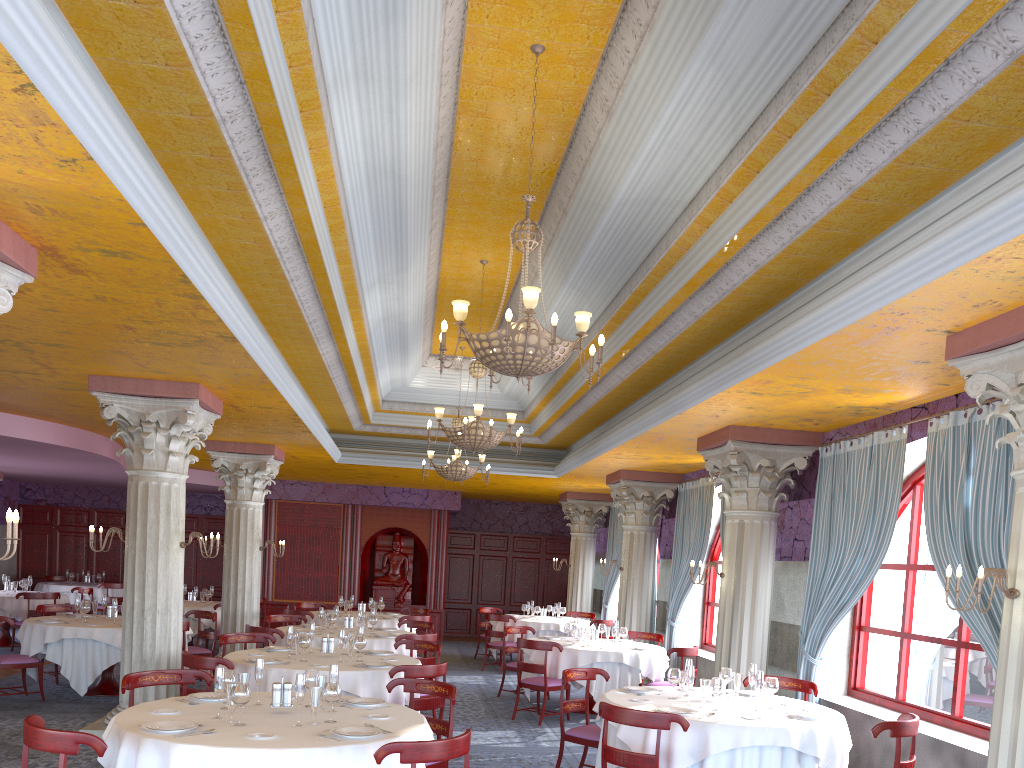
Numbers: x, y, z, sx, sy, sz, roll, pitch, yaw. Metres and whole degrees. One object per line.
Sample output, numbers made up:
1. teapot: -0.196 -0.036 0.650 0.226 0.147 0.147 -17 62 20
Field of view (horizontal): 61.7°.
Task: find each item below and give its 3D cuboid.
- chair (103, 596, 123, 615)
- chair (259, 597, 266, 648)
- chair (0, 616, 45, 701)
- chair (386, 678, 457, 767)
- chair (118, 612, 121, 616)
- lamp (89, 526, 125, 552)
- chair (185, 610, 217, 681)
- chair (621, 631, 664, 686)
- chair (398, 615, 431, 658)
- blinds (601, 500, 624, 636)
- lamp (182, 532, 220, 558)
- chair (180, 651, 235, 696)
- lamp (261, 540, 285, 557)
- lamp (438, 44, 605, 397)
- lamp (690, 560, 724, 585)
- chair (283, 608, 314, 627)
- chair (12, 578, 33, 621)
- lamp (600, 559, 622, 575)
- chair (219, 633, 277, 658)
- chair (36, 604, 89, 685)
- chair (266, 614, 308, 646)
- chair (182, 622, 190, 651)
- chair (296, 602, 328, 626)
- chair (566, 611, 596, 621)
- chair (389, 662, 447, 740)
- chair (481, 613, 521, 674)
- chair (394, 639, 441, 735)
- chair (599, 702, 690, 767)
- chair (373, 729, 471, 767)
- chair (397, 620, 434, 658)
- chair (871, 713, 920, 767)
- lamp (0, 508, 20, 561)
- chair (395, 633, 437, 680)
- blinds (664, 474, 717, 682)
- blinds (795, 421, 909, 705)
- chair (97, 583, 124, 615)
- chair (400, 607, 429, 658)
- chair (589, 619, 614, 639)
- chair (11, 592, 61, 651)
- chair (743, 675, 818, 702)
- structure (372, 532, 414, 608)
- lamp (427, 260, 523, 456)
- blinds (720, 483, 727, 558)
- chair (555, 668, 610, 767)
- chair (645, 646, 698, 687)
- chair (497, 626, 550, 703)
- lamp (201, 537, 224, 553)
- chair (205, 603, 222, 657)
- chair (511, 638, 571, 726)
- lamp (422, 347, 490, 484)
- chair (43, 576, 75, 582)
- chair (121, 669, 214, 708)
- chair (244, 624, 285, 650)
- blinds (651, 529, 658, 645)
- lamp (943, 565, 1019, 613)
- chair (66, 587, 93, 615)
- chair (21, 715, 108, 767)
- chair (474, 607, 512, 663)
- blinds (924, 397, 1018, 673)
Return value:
1. chair: -6.673 4.210 14.743 0.743 1.097 0.650 2 -1 38
2. chair: -5.160 4.694 16.670 0.743 1.097 0.650 2 -1 38
3. chair: -6.170 3.364 10.518 0.743 1.097 0.650 2 -1 38
4. chair: -0.813 2.864 6.641 0.743 1.097 0.650 2 -1 38
5. chair: -9.259 5.371 21.055 0.743 1.097 0.650 2 -1 38
6. lamp: -4.232 1.636 9.009 0.383 0.275 0.342 5 -6 -19
7. chair: -4.657 3.848 12.445 0.743 1.097 0.650 2 -1 38
8. chair: 1.910 4.362 13.140 0.743 1.097 0.650 2 -1 38
9. chair: -1.740 4.423 14.426 0.641 1.097 0.755 3 -1 39
10. blinds: 2.146 4.140 17.903 0.245 3.542 1.698 3 1 -5
11. lamp: -3.273 1.693 9.022 0.383 0.275 0.342 5 -6 -19
12. chair: -2.705 3.017 7.896 0.743 1.097 0.650 2 -1 38
13. lamp: -3.837 2.640 13.754 0.383 0.275 0.342 5 -6 -19
14. lamp: 0.102 -1.093 5.534 0.950 2.190 0.963 4 1 38
15. lamp: 2.214 2.163 9.798 0.383 0.275 0.342 5 -6 -19
16. chair: -3.458 4.282 14.216 0.743 1.097 0.650 2 -1 38
17. chair: -10.772 4.887 19.129 0.743 1.097 0.650 2 -1 38
18. lamp: 1.656 3.101 14.484 0.383 0.275 0.342 5 -6 -19
19. chair: -2.909 3.361 9.612 0.641 1.097 0.755 3 -1 38
20. chair: -6.374 3.708 12.235 0.641 1.097 0.755 3 -1 38
21. chair: -3.271 3.968 12.644 0.641 1.097 0.755 3 -1 38
22. chair: -4.452 3.505 10.729 0.641 1.097 0.755 3 -1 39
23. chair: -3.662 4.626 15.932 0.641 1.097 0.755 3 -1 38
24. chair: 1.346 5.312 17.881 0.743 1.097 0.650 2 -1 38
25. chair: -0.988 3.157 8.106 0.641 1.097 0.755 3 -1 39
26. chair: -0.168 4.828 15.955 0.743 1.097 0.650 2 -1 38
27. chair: -1.192 3.501 9.822 0.743 1.097 0.650 2 -1 38
28. chair: 0.982 2.894 6.300 0.743 1.097 0.650 2 -1 38
29. chair: -0.609 2.520 4.925 0.641 1.097 0.755 3 -1 39
30. chair: -1.553 4.108 12.855 0.743 1.097 0.650 2 -1 38
31. chair: 2.700 3.035 6.510 0.641 1.097 0.755 3 -1 39
32. lamp: -2.711 0.747 4.301 0.383 0.275 0.342 5 -6 -19
33. chair: -1.349 3.764 11.138 0.641 1.097 0.755 3 -1 39
34. blinds: 2.700 3.208 13.247 0.245 3.542 1.698 3 1 -5
35. blinds: 3.267 2.254 8.484 0.245 3.542 1.698 3 1 -5
36. chair: -9.055 5.027 19.339 0.641 1.097 0.755 3 -1 39
37. chair: -1.944 4.766 16.142 0.743 1.097 0.650 2 -1 38
38. chair: 1.550 4.968 16.165 0.641 1.097 0.755 3 -1 39
39. chair: -8.306 4.154 14.918 0.641 1.097 0.755 3 -1 39
40. chair: 2.495 3.378 8.226 0.743 1.097 0.650 2 -1 38
41. structure: -2.885 4.479 20.722 0.966 1.859 0.636 3 2 -7
42. lamp: -0.370 -0.299 9.500 0.950 2.190 0.963 4 1 38
43. blinds: 2.937 2.809 11.257 0.245 3.542 1.696 3 1 -8
44. chair: 0.778 3.238 8.016 0.641 1.097 0.755 3 -1 38
45. chair: 2.115 4.019 11.424 0.641 1.097 0.755 3 -1 39
46. chair: 0.193 4.222 12.930 0.641 1.097 0.755 3 -1 38
47. lamp: -4.790 2.574 13.695 0.383 0.275 0.342 5 -6 -19
48. chair: -4.955 4.351 14.954 0.641 1.097 0.755 3 -1 39
49. chair: 0.397 3.878 11.214 0.743 1.097 0.650 2 -1 38
50. lamp: -0.834 0.483 13.401 0.950 2.190 0.963 4 1 38
51. chair: -10.976 5.231 20.845 0.641 1.097 0.755 3 -1 38
52. chair: -2.531 2.724 6.431 0.641 1.097 0.755 3 -1 38
53. chair: -3.066 3.624 10.928 0.743 1.097 0.650 2 -1 38
54. blinds: 2.383 3.742 15.913 0.245 3.542 1.696 3 1 -8
55. lamp: 2.776 1.217 5.078 0.383 0.275 0.342 5 -6 -19
56. chair: -8.510 4.498 16.634 0.743 1.097 0.650 2 -1 38
57. chair: -2.327 2.380 4.715 0.743 1.097 0.650 2 -1 38
58. chair: -0.372 5.171 17.671 0.641 1.097 0.755 3 -1 38
59. blinds: 3.504 1.855 6.493 0.245 3.542 1.696 3 1 -8
